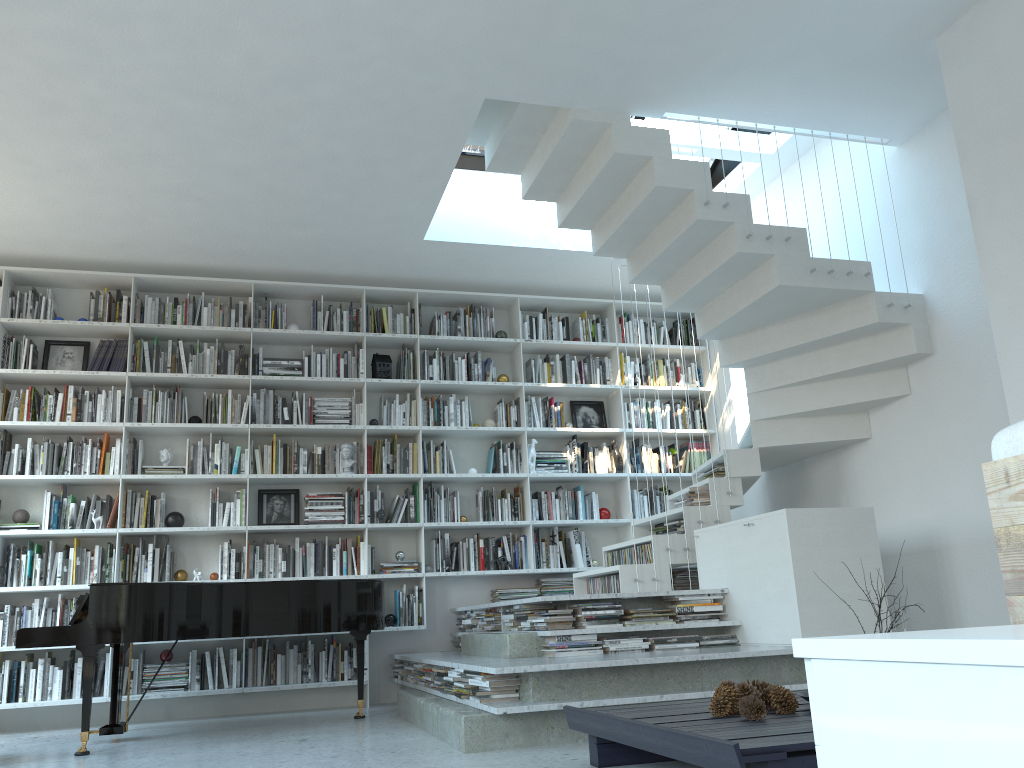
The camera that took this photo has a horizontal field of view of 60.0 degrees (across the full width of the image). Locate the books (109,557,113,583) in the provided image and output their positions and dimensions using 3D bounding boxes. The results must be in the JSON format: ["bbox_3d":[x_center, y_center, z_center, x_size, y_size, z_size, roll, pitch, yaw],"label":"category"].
[{"bbox_3d":[-2.766,1.301,6.140,0.023,0.186,0.130,1,-15,-16],"label":"books"}]

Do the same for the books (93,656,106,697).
[{"bbox_3d":[-2.759,1.963,5.954,0.065,0.255,0.156,1,-15,-16],"label":"books"}]

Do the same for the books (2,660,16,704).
[{"bbox_3d":[-3.281,1.939,5.784,0.023,0.265,0.177,1,-15,-16],"label":"books"}]

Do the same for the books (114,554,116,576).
[{"bbox_3d":[-2.735,1.256,6.157,0.024,0.279,0.136,1,-15,-16],"label":"books"}]

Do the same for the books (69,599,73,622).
[{"bbox_3d":[-2.965,1.601,5.982,0.022,0.290,0.138,1,-15,-16],"label":"books"}]

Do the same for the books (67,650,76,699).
[{"bbox_3d":[-2.939,1.932,5.912,0.013,0.309,0.131,1,-15,-16],"label":"books"}]

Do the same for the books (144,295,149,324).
[{"bbox_3d":[-2.735,-0.510,6.644,0.021,0.278,0.141,1,-15,-16],"label":"books"}]

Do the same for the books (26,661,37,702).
[{"bbox_3d":[-3.163,1.957,5.837,0.022,0.246,0.135,1,-15,-16],"label":"books"}]

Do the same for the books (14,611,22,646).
[{"bbox_3d":[-3.251,1.621,5.873,0.028,0.222,0.189,1,-15,-16],"label":"books"}]

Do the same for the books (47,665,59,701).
[{"bbox_3d":[-3.026,1.968,5.851,0.021,0.217,0.191,1,-15,-16],"label":"books"}]

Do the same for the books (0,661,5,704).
[{"bbox_3d":[-3.297,1.939,5.773,0.013,0.261,0.174,1,-15,-16],"label":"books"}]

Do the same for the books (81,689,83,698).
[{"bbox_3d":[-2.844,1.959,5.940,0.040,0.263,0.138,1,-15,-16],"label":"books"}]

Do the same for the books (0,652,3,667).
[{"bbox_3d":[-3.356,1.914,5.781,0.011,0.317,0.158,1,-15,-16],"label":"books"}]

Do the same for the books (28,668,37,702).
[{"bbox_3d":[-3.130,1.972,5.815,0.030,0.201,0.168,1,-15,-16],"label":"books"}]

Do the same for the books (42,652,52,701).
[{"bbox_3d":[-3.074,1.930,5.868,0.014,0.303,0.140,1,-15,-16],"label":"books"}]

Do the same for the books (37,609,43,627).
[{"bbox_3d":[-3.152,1.626,5.928,0.012,0.232,0.149,1,-15,-16],"label":"books"}]

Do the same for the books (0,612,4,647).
[{"bbox_3d":[-3.349,1.621,5.847,0.022,0.220,0.188,1,-15,-16],"label":"books"}]

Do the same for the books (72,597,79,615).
[{"bbox_3d":[-2.947,1.595,5.984,0.013,0.300,0.173,1,-15,-16],"label":"books"}]

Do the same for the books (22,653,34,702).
[{"bbox_3d":[-3.175,1.925,5.819,0.013,0.299,0.184,1,-15,-16],"label":"books"}]

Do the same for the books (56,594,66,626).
[{"bbox_3d":[-3.030,1.578,5.951,0.014,0.324,0.171,1,-15,-16],"label":"books"}]

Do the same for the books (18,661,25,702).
[{"bbox_3d":[-3.198,1.949,5.822,0.027,0.256,0.160,1,-15,-16],"label":"books"}]

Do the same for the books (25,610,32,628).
[{"bbox_3d":[-3.206,1.622,5.898,0.028,0.228,0.158,1,-15,-16],"label":"books"}]

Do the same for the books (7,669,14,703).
[{"bbox_3d":[-3.262,1.972,5.797,0.022,0.205,0.159,1,-15,-16],"label":"books"}]

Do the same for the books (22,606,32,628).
[{"bbox_3d":[-3.221,1.607,5.883,0.010,0.252,0.178,1,-15,-16],"label":"books"}]

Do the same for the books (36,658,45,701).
[{"bbox_3d":[-3.090,1.944,5.839,0.031,0.265,0.187,1,-15,-16],"label":"books"}]

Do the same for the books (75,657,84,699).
[{"bbox_3d":[-2.870,1.956,5.908,0.027,0.255,0.179,1,-15,-16],"label":"books"}]

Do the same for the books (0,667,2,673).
[{"bbox_3d":[-3.337,1.958,5.769,0.022,0.225,0.155,1,-15,-16],"label":"books"}]

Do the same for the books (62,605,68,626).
[{"bbox_3d":[-3.004,1.620,5.976,0.029,0.254,0.153,1,-15,-16],"label":"books"}]

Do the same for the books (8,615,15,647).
[{"bbox_3d":[-3.305,1.639,5.884,0.025,0.199,0.137,1,-15,-16],"label":"books"}]

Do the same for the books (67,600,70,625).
[{"bbox_3d":[-2.985,1.607,5.988,0.013,0.283,0.139,1,-15,-16],"label":"books"}]

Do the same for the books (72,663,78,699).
[{"bbox_3d":[-2.893,1.971,5.900,0.022,0.224,0.141,1,-15,-16],"label":"books"}]

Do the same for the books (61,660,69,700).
[{"bbox_3d":[-2.946,1.956,5.870,0.023,0.243,0.188,1,-15,-16],"label":"books"}]

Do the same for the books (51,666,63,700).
[{"bbox_3d":[-3.002,1.974,5.856,0.028,0.205,0.171,1,-15,-16],"label":"books"}]

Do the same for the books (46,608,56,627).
[{"bbox_3d":[-3.095,1.625,5.946,0.031,0.238,0.132,1,-15,-16],"label":"books"}]

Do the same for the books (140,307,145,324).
[{"bbox_3d":[-2.752,-0.467,6.617,0.024,0.182,0.133,1,-15,-16],"label":"books"}]

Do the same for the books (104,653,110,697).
[{"bbox_3d":[-2.716,1.954,5.971,0.027,0.275,0.144,1,-15,-16],"label":"books"}]

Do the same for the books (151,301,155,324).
[{"bbox_3d":[-2.676,-0.486,6.630,0.023,0.219,0.182,1,-15,-16],"label":"books"}]

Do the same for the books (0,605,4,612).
[{"bbox_3d":[-3.395,1.600,5.862,0.010,0.273,0.150,1,-15,-16],"label":"books"}]

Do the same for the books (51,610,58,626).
[{"bbox_3d":[-3.066,1.631,5.949,0.028,0.224,0.134,1,-15,-16],"label":"books"}]

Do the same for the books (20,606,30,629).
[{"bbox_3d":[-3.233,1.606,5.885,0.013,0.256,0.190,1,-15,-16],"label":"books"}]

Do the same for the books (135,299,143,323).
[{"bbox_3d":[-2.774,-0.498,6.602,0.029,0.237,0.156,1,-15,-16],"label":"books"}]

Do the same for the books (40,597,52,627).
[{"bbox_3d":[-3.125,1.585,5.925,0.039,0.306,0.172,1,-15,-16],"label":"books"}]

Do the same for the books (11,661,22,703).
[{"bbox_3d":[-3.243,1.951,5.813,0.022,0.251,0.140,1,-15,-16],"label":"books"}]

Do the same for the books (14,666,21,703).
[{"bbox_3d":[-3.219,1.964,5.805,0.022,0.220,0.163,1,-15,-16],"label":"books"}]

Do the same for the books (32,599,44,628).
[{"bbox_3d":[-3.172,1.593,5.929,0.027,0.298,0.142,1,-15,-16],"label":"books"}]

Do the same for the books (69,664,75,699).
[{"bbox_3d":[-2.919,1.979,5.904,0.024,0.213,0.137,1,-15,-16],"label":"books"}]

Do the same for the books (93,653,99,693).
[{"bbox_3d":[-2.791,1.933,5.928,0.012,0.303,0.166,1,-15,-16],"label":"books"}]

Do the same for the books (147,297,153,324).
[{"bbox_3d":[-2.704,-0.503,6.630,0.031,0.254,0.146,1,-15,-16],"label":"books"}]

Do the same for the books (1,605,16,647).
[{"bbox_3d":[-3.327,1.601,5.865,0.029,0.265,0.172,1,-15,-16],"label":"books"}]

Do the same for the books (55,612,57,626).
[{"bbox_3d":[-3.046,1.639,5.952,0.013,0.208,0.155,1,-15,-16],"label":"books"}]

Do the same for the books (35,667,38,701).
[{"bbox_3d":[-3.117,1.976,5.851,0.014,0.210,0.146,1,-15,-16],"label":"books"}]

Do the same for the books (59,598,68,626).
[{"bbox_3d":[-3.019,1.595,5.959,0.012,0.294,0.177,1,-15,-16],"label":"books"}]

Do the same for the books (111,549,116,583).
[{"bbox_3d":[-2.744,1.269,6.127,0.010,0.239,0.175,1,-15,-16],"label":"books"}]

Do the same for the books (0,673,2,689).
[{"bbox_3d":[-3.317,1.980,5.776,0.022,0.185,0.145,1,-15,-16],"label":"books"}]

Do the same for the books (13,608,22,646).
[{"bbox_3d":[-3.285,1.618,5.900,0.022,0.247,0.134,1,-15,-16],"label":"books"}]

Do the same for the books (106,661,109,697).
[{"bbox_3d":[-2.682,1.965,5.932,0.017,0.232,0.213,1,-15,-16],"label":"books"}]

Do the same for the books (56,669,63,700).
[{"bbox_3d":[-2.971,1.982,5.856,0.031,0.187,0.190,1,-15,-16],"label":"books"}]

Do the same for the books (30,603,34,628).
[{"bbox_3d":[-3.193,1.607,5.927,0.013,0.273,0.146,1,-15,-16],"label":"books"}]

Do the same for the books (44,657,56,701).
[{"bbox_3d":[-3.050,1.945,5.851,0.025,0.265,0.160,1,-15,-16],"label":"books"}]
